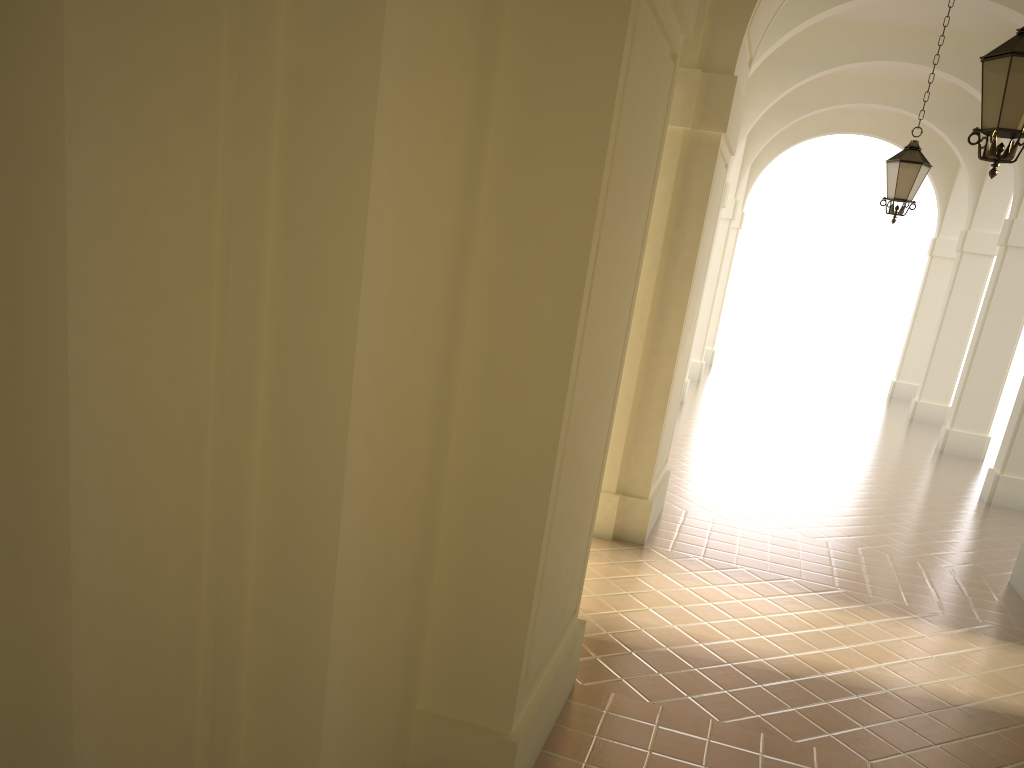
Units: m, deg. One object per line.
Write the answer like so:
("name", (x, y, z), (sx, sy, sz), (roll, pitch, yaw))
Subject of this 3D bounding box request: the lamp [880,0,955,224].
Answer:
("lamp", (4.604, -3.466, 9.534), (0.506, 3.460, 0.426), (13, 18, 14))

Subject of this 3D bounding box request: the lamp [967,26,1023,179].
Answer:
("lamp", (3.182, -2.894, 4.870), (0.443, 3.460, 0.486), (4, 18, -15))
